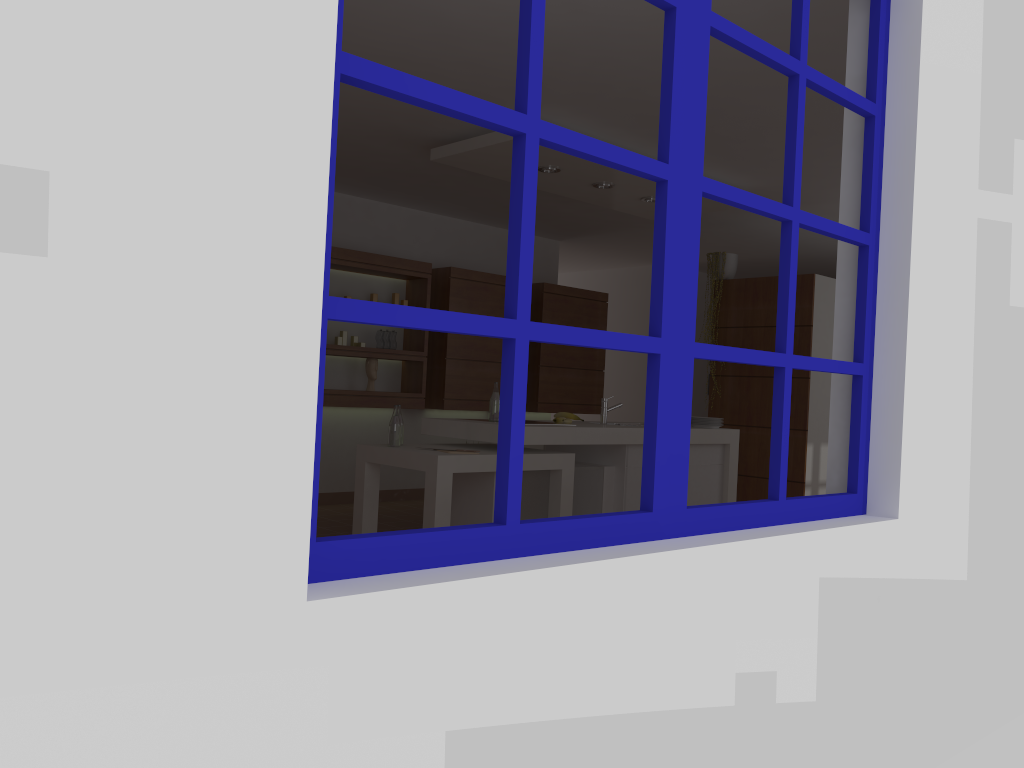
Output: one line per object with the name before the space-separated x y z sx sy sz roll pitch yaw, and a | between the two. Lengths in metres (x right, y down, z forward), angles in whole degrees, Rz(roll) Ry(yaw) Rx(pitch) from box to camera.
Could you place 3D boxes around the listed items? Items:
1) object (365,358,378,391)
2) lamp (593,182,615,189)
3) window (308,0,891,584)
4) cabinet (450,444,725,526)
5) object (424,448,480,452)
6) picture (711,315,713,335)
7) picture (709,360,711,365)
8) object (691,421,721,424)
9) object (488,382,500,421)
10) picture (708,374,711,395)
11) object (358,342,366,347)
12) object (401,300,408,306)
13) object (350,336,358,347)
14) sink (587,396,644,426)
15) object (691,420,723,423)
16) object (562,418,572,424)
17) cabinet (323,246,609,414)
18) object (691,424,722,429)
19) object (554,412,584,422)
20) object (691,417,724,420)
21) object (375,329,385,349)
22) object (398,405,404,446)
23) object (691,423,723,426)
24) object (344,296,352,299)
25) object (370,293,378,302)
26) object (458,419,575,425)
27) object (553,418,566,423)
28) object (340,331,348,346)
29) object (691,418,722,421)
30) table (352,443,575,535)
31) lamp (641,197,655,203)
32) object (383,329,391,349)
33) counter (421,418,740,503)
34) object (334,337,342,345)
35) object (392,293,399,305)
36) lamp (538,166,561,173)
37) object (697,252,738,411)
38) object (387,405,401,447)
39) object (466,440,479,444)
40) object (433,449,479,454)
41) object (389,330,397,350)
object | -1.125 -0.084 7.089 0.100 0.284 0.100 3 0 -12
lamp | 0.600 -1.313 5.784 0.143 0.059 0.143 3 0 -15
window | 0.335 -0.408 1.767 1.699 1.430 0.035 3 -1 -43
cabinet | 0.463 0.708 5.723 2.048 0.700 0.737 3 -1 -43
object | -0.354 0.352 4.774 0.375 0.008 0.041 3 0 14
picture | 2.903 -0.666 11.076 1.408 0.248 0.015 3 -1 -43
picture | 2.885 -0.316 11.073 1.408 0.248 0.015 3 -1 -43
object | 1.354 0.275 6.191 0.228 0.020 0.228 3 -1 29
object | -0.098 0.104 5.210 0.071 0.230 0.071 3 -1 28
picture | 2.868 0.033 11.070 1.408 0.248 0.015 3 -1 -43
object | -1.186 -0.306 6.999 0.044 0.040 0.044 3 -1 -43
object | -0.873 -0.644 7.187 0.044 0.070 0.044 3 -1 -43
object | -1.250 -0.334 7.034 0.044 0.090 0.044 3 -1 -43
sink | 0.831 0.273 6.055 0.668 0.368 0.404 3 -1 -43
object | 1.354 0.265 6.191 0.228 0.020 0.228 3 -1 29
object | 0.349 0.233 5.574 0.060 0.033 0.207 3 0 2
cabinet | -1.058 -0.409 7.441 4.718 1.200 0.754 3 -1 -43
object | 1.353 0.295 6.191 0.228 0.020 0.228 3 -1 29
object | 0.354 0.206 5.604 0.207 0.055 0.047 3 0 24
object | 1.355 0.244 6.192 0.228 0.020 0.228 3 -1 29
object | -1.064 -0.361 7.150 0.065 0.165 0.054 3 -1 -27
object | -0.648 0.233 5.044 0.071 0.230 0.071 3 -1 28
object | 1.353 0.285 6.191 0.228 0.020 0.228 3 -1 29
object | -1.258 -0.656 6.791 0.044 0.049 0.044 3 -1 -43
object | -1.090 -0.671 6.995 0.044 0.099 0.044 3 -1 -43
object | 0.025 0.230 5.374 0.551 0.006 0.493 3 -1 -43
object | 0.297 0.231 5.668 0.060 0.033 0.207 3 -1 27
object | -1.319 -0.354 6.935 0.044 0.120 0.044 3 -1 -43
object | 1.355 0.254 6.191 0.228 0.020 0.228 3 -1 29
table | -0.269 0.692 5.045 1.003 0.647 0.737 3 -1 -43
lamp | 0.965 -1.292 6.124 0.143 0.059 0.143 3 0 -15
object | -1.017 -0.359 7.174 0.065 0.165 0.054 3 -1 -27
counter | 0.504 0.660 5.764 2.156 0.800 0.821 3 -1 -43
object | -1.344 -0.330 6.866 0.044 0.070 0.044 3 -1 -43
object | -0.942 -0.673 7.169 0.044 0.120 0.044 3 -1 -43
lamp | 0.230 -1.335 5.441 0.143 0.059 0.143 3 -1 30
object | 1.713 -0.431 7.435 0.297 1.344 0.279 3 0 7
object | -0.647 0.232 4.898 0.071 0.230 0.071 3 -1 28
object | -0.357 0.759 7.900 0.296 0.546 0.087 3 -1 -27
object | -0.301 0.361 4.755 0.168 0.006 0.266 3 0 -26
object | -0.970 -0.356 7.198 0.065 0.165 0.054 3 -1 -27
